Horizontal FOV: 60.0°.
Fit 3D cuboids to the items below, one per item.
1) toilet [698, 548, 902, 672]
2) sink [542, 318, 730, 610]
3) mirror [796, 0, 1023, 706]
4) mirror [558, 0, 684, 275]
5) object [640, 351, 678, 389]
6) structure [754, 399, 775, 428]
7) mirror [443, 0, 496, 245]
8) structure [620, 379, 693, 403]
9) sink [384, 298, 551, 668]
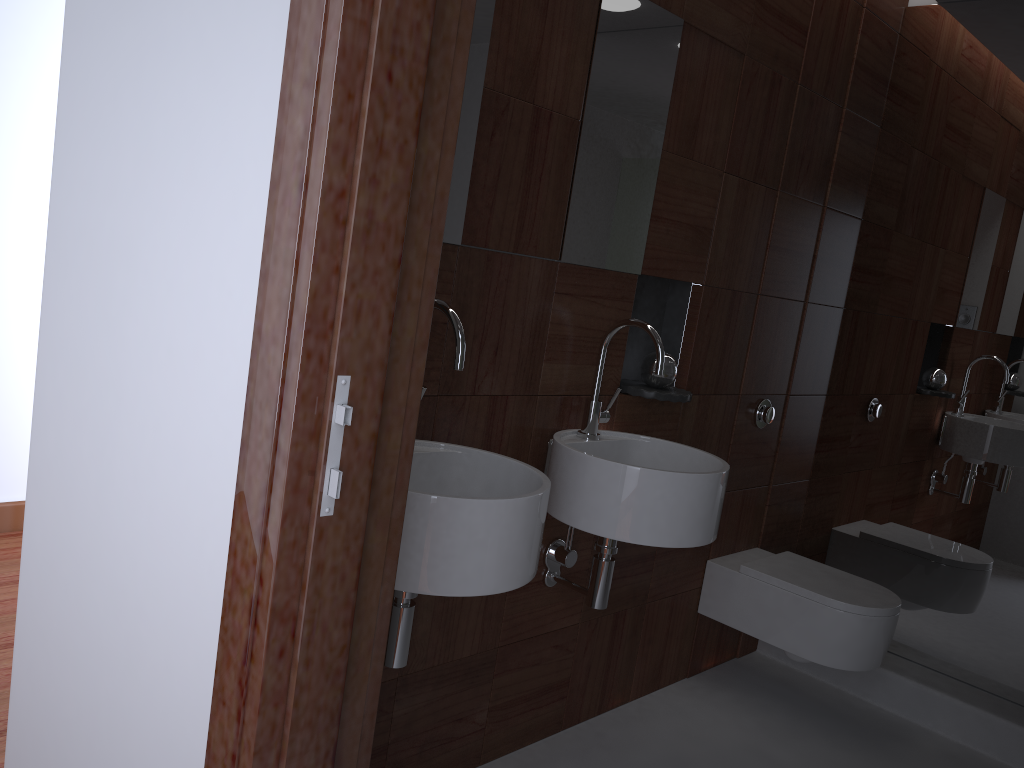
[{"bbox_3d":[0.915,0.736,2.796,0.547,0.284,0.329,16,10,43],"label":"toilet"},{"bbox_3d":[0.293,0.211,2.091,0.417,0.715,0.415,16,10,43],"label":"sink"},{"bbox_3d":[1.702,-0.081,2.708,1.433,2.183,0.019,16,10,43],"label":"mirror"},{"bbox_3d":[0.267,-0.594,2.130,0.010,0.635,0.316,16,10,43],"label":"mirror"},{"bbox_3d":[-0.029,-0.043,1.969,0.104,0.104,1.350,16,10,43],"label":"object"},{"bbox_3d":[0.830,0.099,2.895,0.034,0.098,0.098,16,10,43],"label":"structure"},{"bbox_3d":[-0.170,-0.599,1.671,0.010,0.635,0.316,16,10,43],"label":"mirror"},{"bbox_3d":[0.384,0.018,2.439,0.222,0.023,0.220,14,9,33],"label":"structure"},{"bbox_3d":[-0.143,0.206,1.634,0.417,0.715,0.415,16,10,43],"label":"sink"}]
